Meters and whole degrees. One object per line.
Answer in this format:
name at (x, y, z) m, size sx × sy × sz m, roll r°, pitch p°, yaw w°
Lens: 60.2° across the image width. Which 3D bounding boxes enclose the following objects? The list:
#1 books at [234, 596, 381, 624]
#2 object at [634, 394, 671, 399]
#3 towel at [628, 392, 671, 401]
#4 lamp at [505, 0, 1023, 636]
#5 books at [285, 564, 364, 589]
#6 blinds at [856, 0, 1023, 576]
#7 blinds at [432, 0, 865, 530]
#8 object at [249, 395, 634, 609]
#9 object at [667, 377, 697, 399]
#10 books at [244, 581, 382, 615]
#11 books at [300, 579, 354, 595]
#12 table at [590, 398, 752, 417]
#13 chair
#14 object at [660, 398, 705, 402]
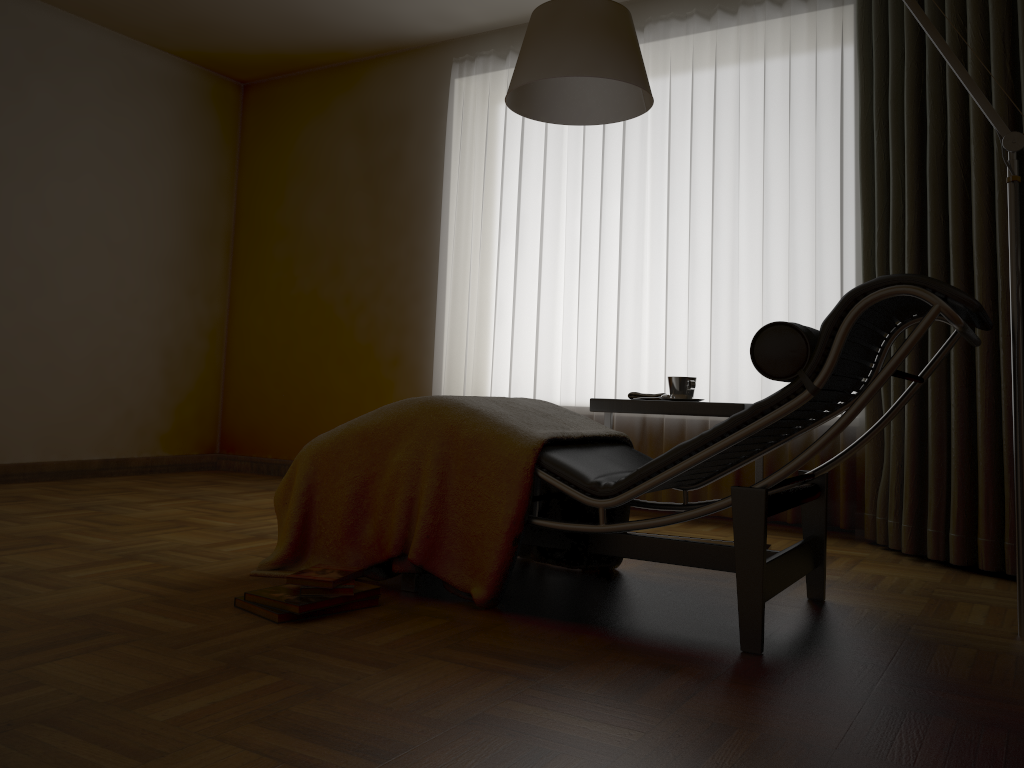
books at (-0.488, 0.521, 2.117) m, size 0.279 × 0.022 × 0.200 m, roll 3°, pitch -1°, yaw -45°
object at (0.465, 0.042, 2.929) m, size 0.123 × 0.020 × 0.029 m, roll 2°, pitch -2°, yaw 0°
towel at (0.540, 0.050, 3.174) m, size 0.178 × 0.035 × 0.239 m, roll 1°, pitch -1°, yaw 35°
lamp at (0.584, -0.375, 2.368) m, size 1.413 × 1.983 × 0.448 m, roll -1°, pitch -6°, yaw 34°
books at (-0.451, 0.464, 2.141) m, size 0.123 × 0.018 × 0.172 m, roll 2°, pitch -1°, yaw 15°
blinds at (1.607, -0.638, 2.822) m, size 0.224 × 2.473 × 1.523 m, roll 3°, pitch -5°, yaw -14°
blinds at (0.537, -0.595, 4.118) m, size 2.195 × 2.310 × 0.092 m, roll 0°, pitch -6°, yaw 31°
object at (-0.166, 0.298, 2.659) m, size 0.908 × 0.524 × 0.912 m, roll 1°, pitch -2°, yaw 31°
object at (0.572, 0.017, 2.940) m, size 0.110 × 0.079 × 0.097 m, roll 0°, pitch -3°, yaw 32°
books at (-0.472, 0.501, 2.111) m, size 0.189 × 0.020 × 0.263 m, roll 1°, pitch -1°, yaw 35°
books at (-0.444, 0.483, 2.138) m, size 0.123 × 0.018 × 0.172 m, roll 2°, pitch -1°, yaw -10°
table at (0.583, 0.082, 3.055) m, size 0.499 × 0.045 × 0.514 m, roll 2°, pitch -1°, yaw 22°
chair at (0.284, 0.160, 2.389) m, size 1.787 × 0.804 × 0.631 m, roll 1°, pitch -4°, yaw 31°
object at (0.565, 0.053, 2.940) m, size 0.150 × 0.009 × 0.149 m, roll 1°, pitch -1°, yaw 36°
